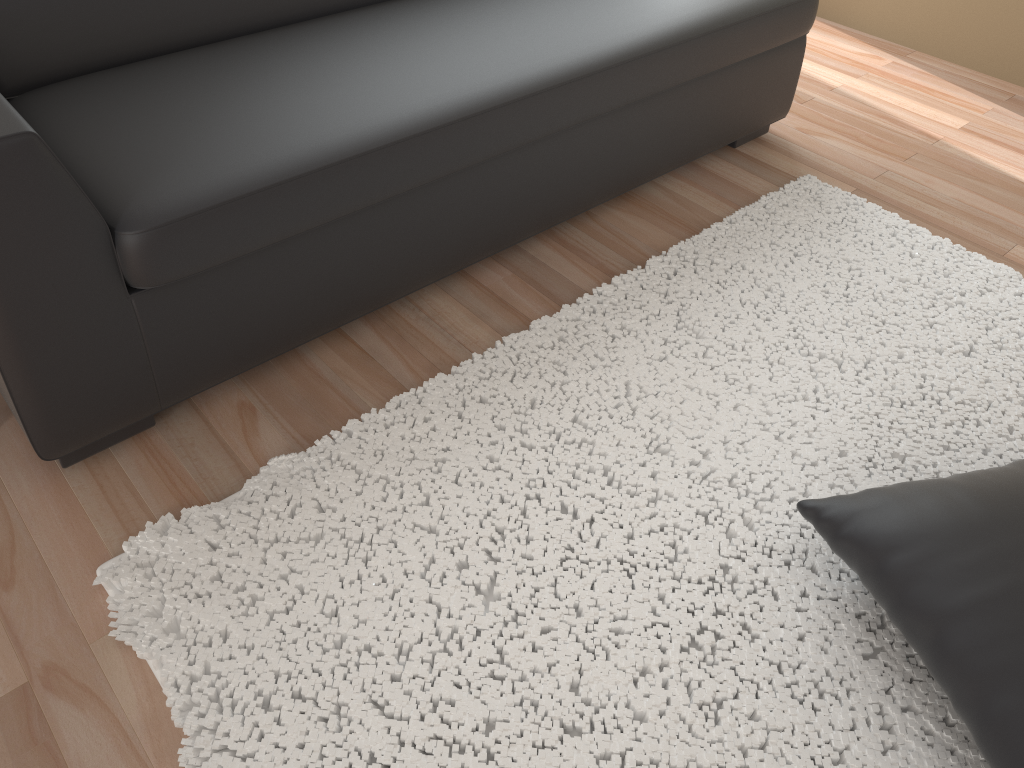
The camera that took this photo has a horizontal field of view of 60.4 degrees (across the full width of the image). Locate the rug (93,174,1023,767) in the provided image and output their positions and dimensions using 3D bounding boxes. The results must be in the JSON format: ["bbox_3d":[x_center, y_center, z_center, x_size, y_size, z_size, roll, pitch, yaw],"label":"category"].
[{"bbox_3d":[0.534,0.237,1.525,2.078,0.043,1.499,-29,50,-32],"label":"rug"}]

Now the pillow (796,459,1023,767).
[{"bbox_3d":[0.812,0.351,1.268,0.584,0.198,0.644,-9,42,-13],"label":"pillow"}]

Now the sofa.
[{"bbox_3d":[-0.233,-0.859,2.155,2.318,0.787,0.984,-30,50,-32],"label":"sofa"}]
